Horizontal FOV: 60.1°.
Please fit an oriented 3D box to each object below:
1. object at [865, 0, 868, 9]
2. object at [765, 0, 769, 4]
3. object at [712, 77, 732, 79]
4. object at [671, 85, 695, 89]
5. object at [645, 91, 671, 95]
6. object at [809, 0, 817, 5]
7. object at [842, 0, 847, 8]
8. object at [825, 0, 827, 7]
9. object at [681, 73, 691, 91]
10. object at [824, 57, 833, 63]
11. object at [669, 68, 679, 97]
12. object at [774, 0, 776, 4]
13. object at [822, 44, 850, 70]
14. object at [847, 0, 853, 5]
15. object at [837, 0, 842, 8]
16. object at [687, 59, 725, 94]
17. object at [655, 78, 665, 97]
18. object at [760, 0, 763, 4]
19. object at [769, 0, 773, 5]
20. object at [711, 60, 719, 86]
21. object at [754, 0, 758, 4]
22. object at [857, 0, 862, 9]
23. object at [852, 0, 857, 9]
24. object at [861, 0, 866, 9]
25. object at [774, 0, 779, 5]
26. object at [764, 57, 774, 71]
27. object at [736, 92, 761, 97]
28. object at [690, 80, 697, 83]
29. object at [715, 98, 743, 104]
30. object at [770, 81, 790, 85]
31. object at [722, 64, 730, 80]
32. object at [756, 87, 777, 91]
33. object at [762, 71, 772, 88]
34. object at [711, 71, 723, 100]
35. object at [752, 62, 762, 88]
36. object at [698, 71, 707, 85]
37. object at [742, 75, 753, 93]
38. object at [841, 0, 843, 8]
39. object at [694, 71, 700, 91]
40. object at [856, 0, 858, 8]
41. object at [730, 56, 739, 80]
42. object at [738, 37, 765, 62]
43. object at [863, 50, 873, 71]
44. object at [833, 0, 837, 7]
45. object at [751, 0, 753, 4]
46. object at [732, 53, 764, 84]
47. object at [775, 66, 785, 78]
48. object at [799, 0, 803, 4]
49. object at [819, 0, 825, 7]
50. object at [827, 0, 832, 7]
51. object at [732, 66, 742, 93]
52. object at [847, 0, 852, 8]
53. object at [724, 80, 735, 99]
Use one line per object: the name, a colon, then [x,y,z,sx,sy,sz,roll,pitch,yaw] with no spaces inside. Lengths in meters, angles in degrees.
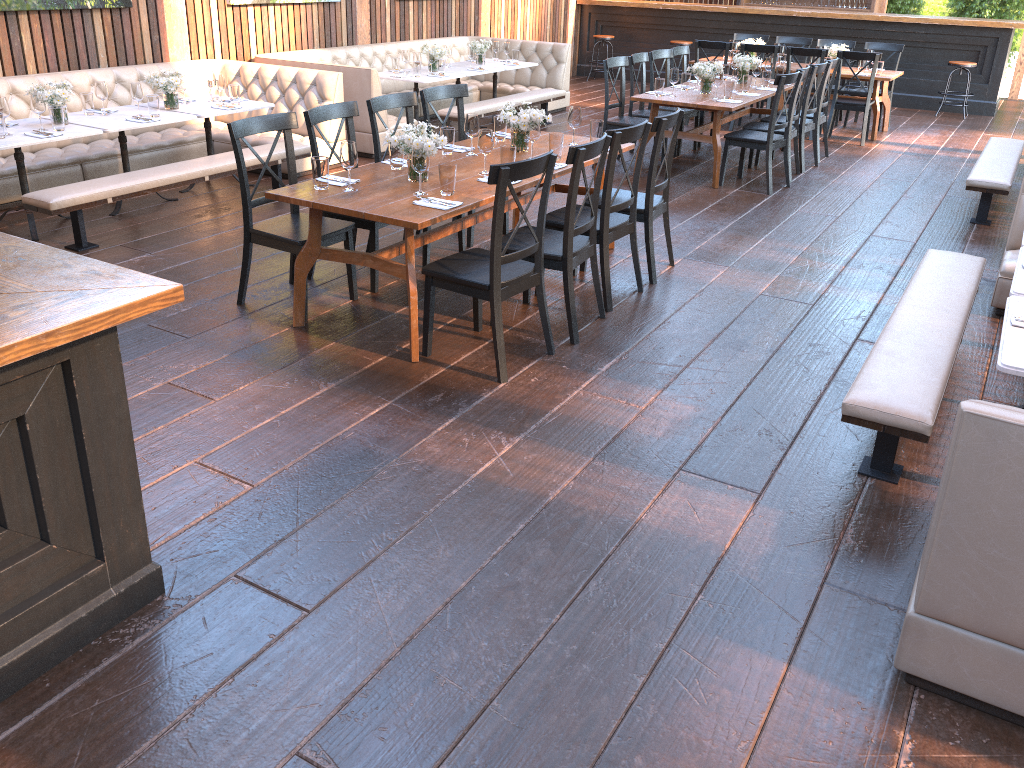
object: [5.919,-6.378,14.823,0.073,0.177,0.075,4,23,4]
object: [4.488,-6.774,15.551,0.070,0.181,0.071,17,27,31]
object: [2.295,-3.334,9.615,0.257,0.018,0.160,16,29,27]
object: [1.705,-2.930,8.729,0.257,0.018,0.160,16,29,27]
object: [1.383,-2.718,8.261,0.257,0.018,0.160,16,29,27]
object: [5.213,-6.607,15.351,0.125,0.094,0.125,22,31,37]
object: [5.603,-6.429,14.908,0.073,0.177,0.075,4,23,4]
object: [5.465,-6.609,15.333,0.097,0.131,0.099,9,25,15]
object: [1.677,-2.917,8.541,0.092,0.154,0.093,-13,28,-30]
object: [3.777,-3.826,10.590,0.092,0.154,0.093,-13,28,-30]
object: [1.477,-2.754,8.088,0.092,0.239,0.094,-3,24,-11]
object: [4.643,-6.765,15.542,0.070,0.181,0.071,17,27,31]
object: [3.948,-3.988,10.771,0.330,0.302,0.343,-10,27,-25]
object: [5.738,-6.464,15.048,0.097,0.131,0.099,9,25,15]
object: [5.538,-6.453,14.953,0.073,0.177,0.075,4,23,4]
object: [1.831,-2.899,8.342,0.337,0.302,0.336,-9,27,-23]
object: [1.346,-2.710,8.084,0.092,0.154,0.094,-8,25,-22]
object: [4.403,-6.789,15.576,0.070,0.181,0.071,17,27,31]
object: [4.541,-6.744,15.491,0.070,0.181,0.071,17,27,31]
object: [2.045,-3.156,8.970,0.092,0.239,0.094,-5,24,-16]
object: [4.318,-6.813,15.620,0.070,0.181,0.071,17,27,31]
object: [5.825,-6.378,14.816,0.073,0.177,0.075,4,23,4]
object: [5.748,-6.391,14.840,0.073,0.177,0.075,4,23,4]
object: [5.872,-6.350,14.760,0.073,0.177,0.075,4,23,4]
object: [4.631,-6.725,15.458,0.070,0.181,0.071,17,27,31]
object: [2.723,-3.338,9.398,0.092,0.239,0.094,-5,24,-16]
object: [2.225,-2.761,8.414,0.257,0.018,0.160,16,29,27]
object: [1.960,-3.127,9.158,0.257,0.018,0.160,16,29,27]
object: [1.929,-2.541,7.929,0.257,0.018,0.160,16,29,27]
object: [2.801,-3.167,9.300,0.257,0.018,0.160,16,29,27]
object: [2.267,-3.317,9.420,0.092,0.154,0.093,-13,28,-30]
object: [2.526,-2.945,8.815,0.257,0.018,0.160,16,29,27]
object: [2.567,-3.078,8.939,0.092,0.154,0.093,-13,28,-30]
object: [1.859,-2.709,8.019,0.092,0.239,0.094,-3,24,-11]
object: [2.460,-3.114,8.911,0.092,0.239,0.094,-5,24,-16]
object: [1.928,-3.110,8.962,0.092,0.154,0.093,-13,28,-30]
object: [2.266,-2.894,8.537,0.092,0.154,0.093,-13,28,-30]
object: [5.637,-6.495,15.107,0.097,0.131,0.099,9,25,15]
object: [1.797,-2.964,8.550,0.092,0.239,0.094,-5,24,-16]
object: [5.846,-6.443,15.011,0.097,0.131,0.099,9,25,15]
object: [2.372,-3.367,9.435,0.092,0.239,0.094,-5,24,-16]
object: [3.054,-4.257,11.274,0.336,0.302,0.337,0,24,-4]
object: [4.340,-3.941,10.774,0.092,0.239,0.094,-5,24,-16]
object: [5.548,-6.525,15.163,0.097,0.131,0.099,9,25,15]
object: [4.248,-6.837,15.665,0.070,0.181,0.071,17,27,31]
object: [2.412,-3.270,9.161,0.329,0.302,0.344,1,24,-3]
object: [2.848,-3.294,9.412,0.092,0.154,0.093,-13,28,-30]
object: [5.072,-6.711,15.561,0.125,0.094,0.125,22,31,37]
object: [5.341,-6.579,15.263,0.097,0.131,0.099,9,25,15]
object: [5.444,-6.546,15.201,0.097,0.131,0.099,9,25,15]
object: [2.159,-2.931,8.510,0.092,0.239,0.094,-5,24,-16]
object: [5.678,-6.412,14.877,0.073,0.177,0.075,4,23,4]
object: [1.976,-2.678,8.061,0.092,0.154,0.094,-4,24,-12]
